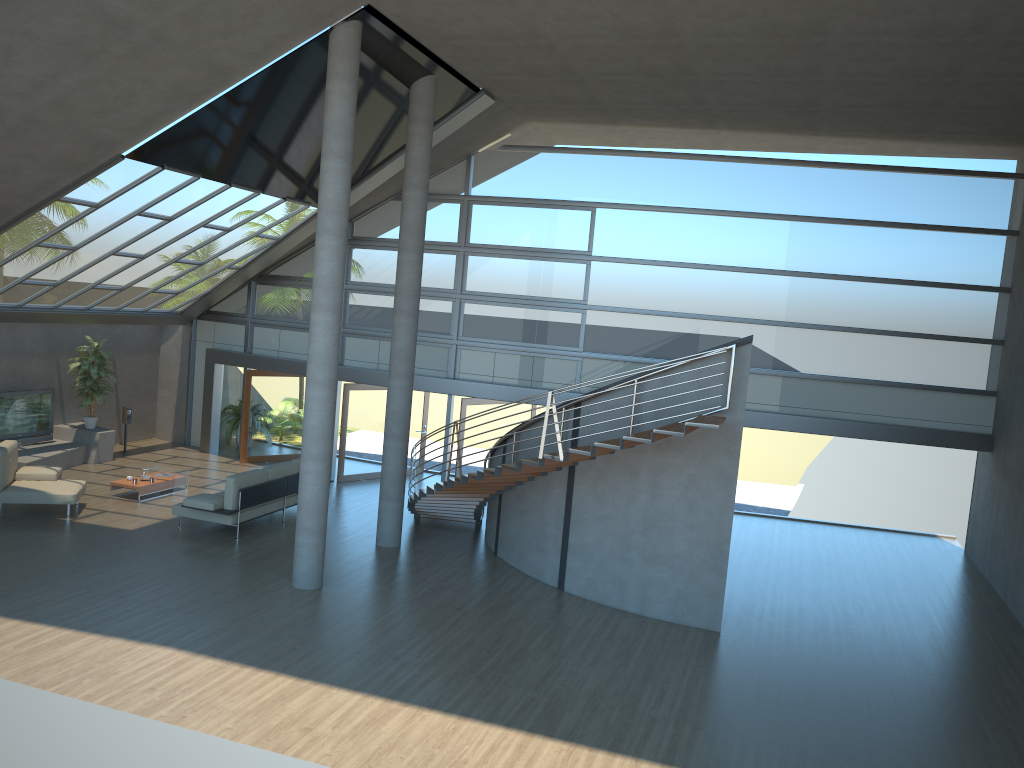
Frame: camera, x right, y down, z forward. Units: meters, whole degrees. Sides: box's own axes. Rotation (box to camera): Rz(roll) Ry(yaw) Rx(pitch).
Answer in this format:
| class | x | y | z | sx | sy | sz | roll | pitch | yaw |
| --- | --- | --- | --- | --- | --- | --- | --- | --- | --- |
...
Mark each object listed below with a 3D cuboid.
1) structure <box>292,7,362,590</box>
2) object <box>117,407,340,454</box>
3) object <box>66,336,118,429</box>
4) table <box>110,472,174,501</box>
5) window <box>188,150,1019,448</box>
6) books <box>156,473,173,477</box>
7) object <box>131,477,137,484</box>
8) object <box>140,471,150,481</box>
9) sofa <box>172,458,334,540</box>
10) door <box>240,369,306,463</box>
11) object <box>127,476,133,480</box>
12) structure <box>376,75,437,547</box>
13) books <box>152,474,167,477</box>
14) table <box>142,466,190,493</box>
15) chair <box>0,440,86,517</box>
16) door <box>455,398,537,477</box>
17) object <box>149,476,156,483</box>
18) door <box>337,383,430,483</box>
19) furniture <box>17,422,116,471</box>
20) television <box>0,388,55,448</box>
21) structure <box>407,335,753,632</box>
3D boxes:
| class | x | y | z | sx | sy | sz | roll | pitch | yaw |
| --- | --- | --- | --- | --- | --- | --- | --- | --- | --- |
| structure | -2.288 | -0.990 | 10.957 | 0.381 | 7.125 | 0.382 | 7 | 5 | 18 |
| object | -10.376 | 0.935 | 16.720 | 7.863 | 0.982 | 21.345 | 7 | 5 | 21 |
| object | -8.345 | -0.037 | 17.624 | 0.932 | 1.857 | 0.895 | 3 | 5 | -24 |
| table | -6.255 | 1.759 | 15.315 | 0.600 | 0.250 | 1.200 | 7 | 5 | 18 |
| window | 0.705 | -0.987 | 17.053 | 16.616 | 6.630 | 1.098 | 6 | 5 | 16 |
| books | -6.146 | 1.607 | 15.668 | 0.275 | 0.005 | 0.189 | 5 | 5 | 1 |
| object | -6.310 | 1.619 | 14.829 | 0.085 | 0.101 | 0.070 | 6 | 5 | 16 |
| object | -6.260 | 1.567 | 15.140 | 0.178 | 0.161 | 0.178 | 2 | 6 | -31 |
| sofa | -4.132 | 1.697 | 14.329 | 1.166 | 0.947 | 3.079 | 6 | 5 | 17 |
| door | -4.768 | 0.687 | 19.260 | 2.298 | 1.977 | 0.200 | 0 | 7 | -43 |
| object | -6.495 | 1.590 | 15.074 | 0.102 | 0.086 | 0.100 | 7 | 5 | 22 |
| structure | -1.568 | -1.113 | 13.165 | 0.381 | 7.125 | 0.382 | 2 | 5 | -29 |
| books | -6.179 | 1.611 | 15.625 | 0.275 | 0.005 | 0.189 | 5 | 5 | -2 |
| table | -6.126 | 1.684 | 15.690 | 0.680 | 0.342 | 0.400 | 7 | 5 | 18 |
| chair | -7.264 | 1.431 | 13.637 | 1.244 | 1.023 | 1.217 | 4 | 5 | -17 |
| door | -0.295 | 1.231 | 17.458 | 0.200 | 1.977 | 2.298 | 9 | 6 | 38 |
| object | -6.091 | 1.622 | 15.020 | 0.085 | 0.101 | 0.070 | 0 | 7 | -44 |
| door | -2.602 | 0.962 | 18.254 | 0.200 | 1.977 | 2.298 | 9 | 6 | 41 |
| furniture | -8.655 | 1.252 | 16.777 | 1.577 | 0.610 | 2.936 | 7 | 5 | 18 |
| television | -9.138 | 0.656 | 16.416 | 0.396 | 1.063 | 1.568 | 7 | 5 | 18 |
| structure | 0.246 | 0.876 | 12.301 | 2.349 | 3.653 | 6.809 | 2 | 6 | -34 |
